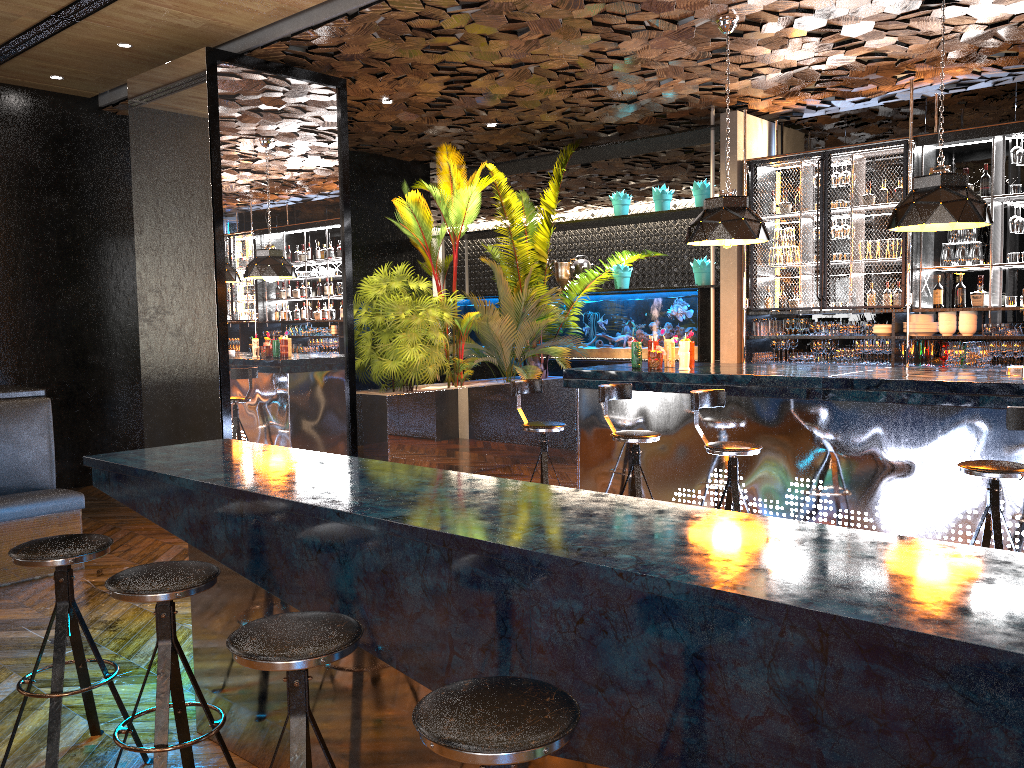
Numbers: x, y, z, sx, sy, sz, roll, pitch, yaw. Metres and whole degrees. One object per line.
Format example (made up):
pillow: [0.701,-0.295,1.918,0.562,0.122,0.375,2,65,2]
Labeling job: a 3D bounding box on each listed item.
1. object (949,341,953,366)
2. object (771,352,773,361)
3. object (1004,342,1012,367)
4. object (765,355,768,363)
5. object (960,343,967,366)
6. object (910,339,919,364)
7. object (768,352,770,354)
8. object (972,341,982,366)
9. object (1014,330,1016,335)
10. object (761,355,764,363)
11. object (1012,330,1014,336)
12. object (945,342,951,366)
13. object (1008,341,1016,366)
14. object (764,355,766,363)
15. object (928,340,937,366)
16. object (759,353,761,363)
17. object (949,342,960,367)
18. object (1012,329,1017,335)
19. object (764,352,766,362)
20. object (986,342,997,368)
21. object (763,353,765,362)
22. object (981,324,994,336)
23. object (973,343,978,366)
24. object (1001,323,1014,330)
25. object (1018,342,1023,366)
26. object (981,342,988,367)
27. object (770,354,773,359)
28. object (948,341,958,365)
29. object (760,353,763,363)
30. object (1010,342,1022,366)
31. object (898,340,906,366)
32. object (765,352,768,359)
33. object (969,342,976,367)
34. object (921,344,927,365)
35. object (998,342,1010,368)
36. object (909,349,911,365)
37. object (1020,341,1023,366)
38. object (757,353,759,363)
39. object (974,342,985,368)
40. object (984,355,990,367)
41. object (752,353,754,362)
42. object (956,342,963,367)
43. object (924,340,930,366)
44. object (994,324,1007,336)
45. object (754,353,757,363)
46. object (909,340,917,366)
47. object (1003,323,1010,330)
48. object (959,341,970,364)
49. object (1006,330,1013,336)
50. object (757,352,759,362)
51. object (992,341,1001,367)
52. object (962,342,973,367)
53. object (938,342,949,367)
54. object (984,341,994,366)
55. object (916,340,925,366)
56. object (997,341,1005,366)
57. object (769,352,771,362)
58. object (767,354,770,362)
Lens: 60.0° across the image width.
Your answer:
object: [3.900,-0.270,7.890,0.082,0.213,0.082,-1,4,2]
object: [2.664,-0.280,9.107,0.031,0.098,0.031,-5,6,-44]
object: [4.218,-0.252,7.538,0.084,0.216,0.084,2,5,34]
object: [2.561,-0.255,8.919,0.034,0.080,0.034,0,4,9]
object: [3.973,-0.267,7.826,0.082,0.213,0.082,-3,5,-27]
object: [3.706,-0.296,8.176,0.073,0.229,0.073,1,5,30]
object: [2.618,-0.275,9.049,0.031,0.098,0.031,-2,4,-16]
object: [4.104,-0.270,7.829,0.082,0.213,0.082,3,6,41]
object: [4.242,-0.436,7.507,0.049,0.048,0.044,1,5,29]
object: [2.501,-0.248,8.849,0.034,0.080,0.034,-4,5,-35]
object: [4.203,-0.433,7.475,0.049,0.048,0.044,-2,4,-16]
object: [3.840,-0.265,7.826,0.082,0.213,0.082,2,5,34]
object: [4.304,-0.261,7.640,0.084,0.216,0.084,3,6,40]
object: [2.529,-0.251,8.882,0.034,0.080,0.034,-1,4,6]
object: [3.716,-0.272,7.848,0.073,0.229,0.073,1,5,30]
object: [2.491,-0.262,8.910,0.031,0.098,0.031,-2,4,-10]
object: [3.845,-0.256,7.702,0.082,0.213,0.082,-2,4,-19]
object: [4.311,-0.443,7.590,0.044,0.048,0.049,-2,4,-12]
object: [2.588,-0.277,9.081,0.033,0.101,0.033,1,5,25]
object: [4.059,-0.247,7.506,0.084,0.216,0.084,1,5,30]
object: [2.545,-0.267,8.967,0.031,0.098,0.031,-1,4,3]
object: [4.032,-0.459,7.515,0.089,0.100,0.100,-5,6,-43]
object: [4.043,-0.264,7.764,0.082,0.213,0.082,-2,4,-16]
object: [4.281,-0.474,7.664,0.089,0.100,0.100,2,5,35]
object: [4.286,-0.249,7.486,0.084,0.216,0.084,-1,4,-6]
object: [4.056,-0.254,7.633,0.082,0.213,0.082,1,5,23]
object: [2.622,-0.260,8.983,0.034,0.080,0.034,1,5,24]
object: [3.956,-0.277,7.959,0.082,0.213,0.082,0,4,18]
object: [2.515,-0.265,8.939,0.031,0.098,0.031,0,4,15]
object: [4.197,-0.240,7.383,0.084,0.216,0.084,-1,4,-6]
object: [3.524,-0.280,7.998,0.073,0.229,0.073,1,5,30]
object: [2.594,-0.272,9.023,0.031,0.098,0.031,-3,5,-26]
object: [3.983,-0.258,7.697,0.082,0.213,0.082,1,5,21]
object: [3.728,-0.285,8.022,0.073,0.229,0.073,1,5,30]
object: [4.129,-0.243,7.442,0.084,0.216,0.084,-4,5,-33]
object: [3.637,-0.289,8.092,0.073,0.229,0.073,1,5,30]
object: [4.377,-0.258,7.585,0.084,0.216,0.084,-3,5,-26]
object: [2.480,-0.266,8.956,0.033,0.101,0.033,1,5,22]
object: [3.991,-0.248,7.570,0.082,0.213,0.082,-2,4,-18]
object: [4.116,-0.260,7.699,0.082,0.213,0.082,1,5,29]
object: [2.438,-0.266,8.971,0.028,0.097,0.028,2,5,31]
object: [3.907,-0.261,7.763,0.082,0.213,0.082,0,4,18]
object: [3.726,-0.279,7.937,0.073,0.229,0.073,1,5,30]
object: [4.130,-0.459,7.502,0.100,0.100,0.089,-2,4,-12]
object: [2.449,-0.263,8.924,0.033,0.101,0.033,-3,5,-24]
object: [3.616,-0.283,8.010,0.073,0.229,0.073,1,5,30]
object: [4.211,-0.467,7.592,0.100,0.100,0.089,-1,4,-6]
object: [4.027,-0.273,7.894,0.082,0.213,0.082,-2,4,-18]
object: [4.167,-0.429,7.431,0.044,0.048,0.049,-1,4,-6]
object: [2.504,-0.272,9.045,0.028,0.097,0.028,2,5,39]
object: [4.152,-0.255,7.602,0.084,0.216,0.084,-4,5,-36]
object: [3.923,-0.252,7.633,0.082,0.213,0.082,-2,4,-15]
object: [3.779,-0.259,7.761,0.082,0.213,0.082,-2,4,-19]
object: [4.176,-0.266,7.764,0.082,0.213,0.082,2,5,32]
object: [3.646,-0.276,7.916,0.073,0.229,0.073,1,5,30]
object: [4.240,-0.265,7.706,0.084,0.216,0.084,-2,4,-10]
object: [2.641,-0.277,9.079,0.031,0.098,0.031,-1,4,-2]
object: [2.587,-0.257,8.949,0.034,0.080,0.034,-4,5,-40]
